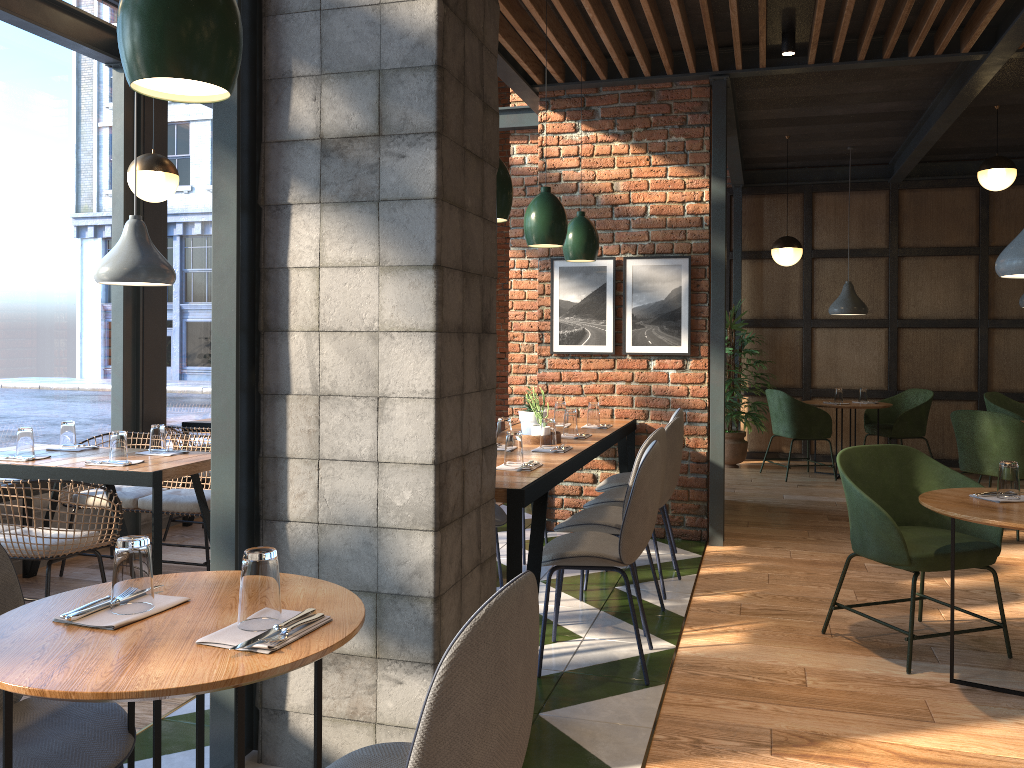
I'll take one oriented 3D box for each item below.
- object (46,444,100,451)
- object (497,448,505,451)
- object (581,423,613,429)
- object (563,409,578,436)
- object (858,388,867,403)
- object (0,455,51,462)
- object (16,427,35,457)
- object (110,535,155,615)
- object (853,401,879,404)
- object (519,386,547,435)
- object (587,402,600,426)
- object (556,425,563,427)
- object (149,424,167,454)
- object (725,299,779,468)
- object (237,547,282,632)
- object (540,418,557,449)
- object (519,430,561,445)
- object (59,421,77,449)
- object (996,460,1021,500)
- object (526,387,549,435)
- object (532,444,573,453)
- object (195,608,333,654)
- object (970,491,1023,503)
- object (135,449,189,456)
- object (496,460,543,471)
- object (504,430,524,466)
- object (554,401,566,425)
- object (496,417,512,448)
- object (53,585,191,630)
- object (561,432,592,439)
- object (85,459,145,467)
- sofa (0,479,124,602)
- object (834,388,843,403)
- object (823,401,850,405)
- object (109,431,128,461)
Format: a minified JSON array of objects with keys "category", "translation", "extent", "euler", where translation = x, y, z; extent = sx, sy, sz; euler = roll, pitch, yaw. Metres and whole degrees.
[{"category":"object","translation":[-2.221,0.322,4.501],"extent":[0.242,0.019,0.157],"euler":[1,3,15]},{"category":"object","translation":[-0.054,0.292,4.180],"extent":[0.157,0.019,0.243],"euler":[1,3,16]},{"category":"object","translation":[0.496,0.243,5.187],"extent":[0.157,0.019,0.243],"euler":[1,3,16]},{"category":"object","translation":[0.310,0.202,4.690],"extent":[0.080,0.138,0.080],"euler":[0,1,-11]},{"category":"object","translation":[3.325,0.105,8.393],"extent":[0.080,0.138,0.080],"euler":[0,1,-5]},{"category":"object","translation":[-2.308,0.340,4.153],"extent":[0.243,0.019,0.157],"euler":[1,3,18]},{"category":"object","translation":[-2.293,0.273,4.173],"extent":[0.080,0.138,0.080],"euler":[0,1,-9]},{"category":"object","translation":[-0.739,0.369,1.726],"extent":[0.080,0.138,0.080],"euler":[0,1,-6]},{"category":"object","translation":[3.353,0.172,8.380],"extent":[0.157,0.019,0.243],"euler":[-1,3,-18]},{"category":"object","translation":[0.106,0.147,4.487],"extent":[0.146,0.276,0.146],"euler":[0,1,-3]},{"category":"object","translation":[0.480,0.175,5.213],"extent":[0.080,0.138,0.080],"euler":[0,1,-11]},{"category":"object","translation":[0.269,0.236,5.297],"extent":[0.157,0.019,0.243],"euler":[1,3,15]},{"category":"object","translation":[-1.734,0.268,4.336],"extent":[0.080,0.138,0.080],"euler":[0,1,-9]},{"category":"object","translation":[2.178,-0.028,8.919],"extent":[0.978,1.722,0.914],"euler":[0,1,-19]},{"category":"object","translation":[-0.465,0.375,1.636],"extent":[0.080,0.138,0.080],"euler":[0,1,-16]},{"category":"object","translation":[0.170,0.230,4.139],"extent":[0.080,0.138,0.080],"euler":[0,1,-21]},{"category":"object","translation":[0.120,0.266,4.435],"extent":[0.251,0.046,0.253],"euler":[0,3,-10]},{"category":"object","translation":[-2.248,0.257,4.483],"extent":[0.080,0.138,0.080],"euler":[1,1,18]},{"category":"object","translation":[1.870,0.360,3.335],"extent":[0.080,0.138,0.080],"euler":[0,1,-2]},{"category":"object","translation":[0.137,0.151,4.364],"extent":[0.115,0.282,0.128],"euler":[0,1,12]},{"category":"object","translation":[0.186,0.297,4.113],"extent":[0.157,0.019,0.243],"euler":[1,3,16]},{"category":"object","translation":[-0.451,0.443,1.608],"extent":[0.157,0.019,0.243],"euler":[1,3,21]},{"category":"object","translation":[1.884,0.425,3.364],"extent":[0.242,0.019,0.157],"euler":[0,3,-15]},{"category":"object","translation":[-1.707,0.333,4.352],"extent":[0.243,0.019,0.157],"euler":[1,3,18]},{"category":"object","translation":[0.024,0.326,3.550],"extent":[0.157,0.019,0.243],"euler":[1,3,16]},{"category":"object","translation":[0.008,0.258,3.577],"extent":[0.080,0.138,0.080],"euler":[1,1,39]},{"category":"object","translation":[0.287,0.171,5.270],"extent":[0.080,0.138,0.080],"euler":[1,1,38]},{"category":"object","translation":[-0.037,0.228,4.153],"extent":[0.080,0.138,0.080],"euler":[1,1,39]},{"category":"object","translation":[-0.756,0.434,1.746],"extent":[0.157,0.019,0.243],"euler":[1,3,21]},{"category":"object","translation":[0.326,0.269,4.664],"extent":[0.157,0.019,0.243],"euler":[1,3,16]},{"category":"object","translation":[-1.806,0.350,4.009],"extent":[0.242,0.019,0.157],"euler":[1,3,15]},{"category":"sofa","translation":[-2.204,0.713,3.709],"extent":[1.092,0.733,0.471],"euler":[1,1,16]},{"category":"object","translation":[3.056,0.109,8.288],"extent":[0.080,0.138,0.080],"euler":[0,1,-5]},{"category":"object","translation":[3.030,0.175,8.293],"extent":[0.157,0.019,0.243],"euler":[-1,3,-18]},{"category":"object","translation":[-1.788,0.283,4.028],"extent":[0.080,0.138,0.080],"euler":[1,1,18]}]
